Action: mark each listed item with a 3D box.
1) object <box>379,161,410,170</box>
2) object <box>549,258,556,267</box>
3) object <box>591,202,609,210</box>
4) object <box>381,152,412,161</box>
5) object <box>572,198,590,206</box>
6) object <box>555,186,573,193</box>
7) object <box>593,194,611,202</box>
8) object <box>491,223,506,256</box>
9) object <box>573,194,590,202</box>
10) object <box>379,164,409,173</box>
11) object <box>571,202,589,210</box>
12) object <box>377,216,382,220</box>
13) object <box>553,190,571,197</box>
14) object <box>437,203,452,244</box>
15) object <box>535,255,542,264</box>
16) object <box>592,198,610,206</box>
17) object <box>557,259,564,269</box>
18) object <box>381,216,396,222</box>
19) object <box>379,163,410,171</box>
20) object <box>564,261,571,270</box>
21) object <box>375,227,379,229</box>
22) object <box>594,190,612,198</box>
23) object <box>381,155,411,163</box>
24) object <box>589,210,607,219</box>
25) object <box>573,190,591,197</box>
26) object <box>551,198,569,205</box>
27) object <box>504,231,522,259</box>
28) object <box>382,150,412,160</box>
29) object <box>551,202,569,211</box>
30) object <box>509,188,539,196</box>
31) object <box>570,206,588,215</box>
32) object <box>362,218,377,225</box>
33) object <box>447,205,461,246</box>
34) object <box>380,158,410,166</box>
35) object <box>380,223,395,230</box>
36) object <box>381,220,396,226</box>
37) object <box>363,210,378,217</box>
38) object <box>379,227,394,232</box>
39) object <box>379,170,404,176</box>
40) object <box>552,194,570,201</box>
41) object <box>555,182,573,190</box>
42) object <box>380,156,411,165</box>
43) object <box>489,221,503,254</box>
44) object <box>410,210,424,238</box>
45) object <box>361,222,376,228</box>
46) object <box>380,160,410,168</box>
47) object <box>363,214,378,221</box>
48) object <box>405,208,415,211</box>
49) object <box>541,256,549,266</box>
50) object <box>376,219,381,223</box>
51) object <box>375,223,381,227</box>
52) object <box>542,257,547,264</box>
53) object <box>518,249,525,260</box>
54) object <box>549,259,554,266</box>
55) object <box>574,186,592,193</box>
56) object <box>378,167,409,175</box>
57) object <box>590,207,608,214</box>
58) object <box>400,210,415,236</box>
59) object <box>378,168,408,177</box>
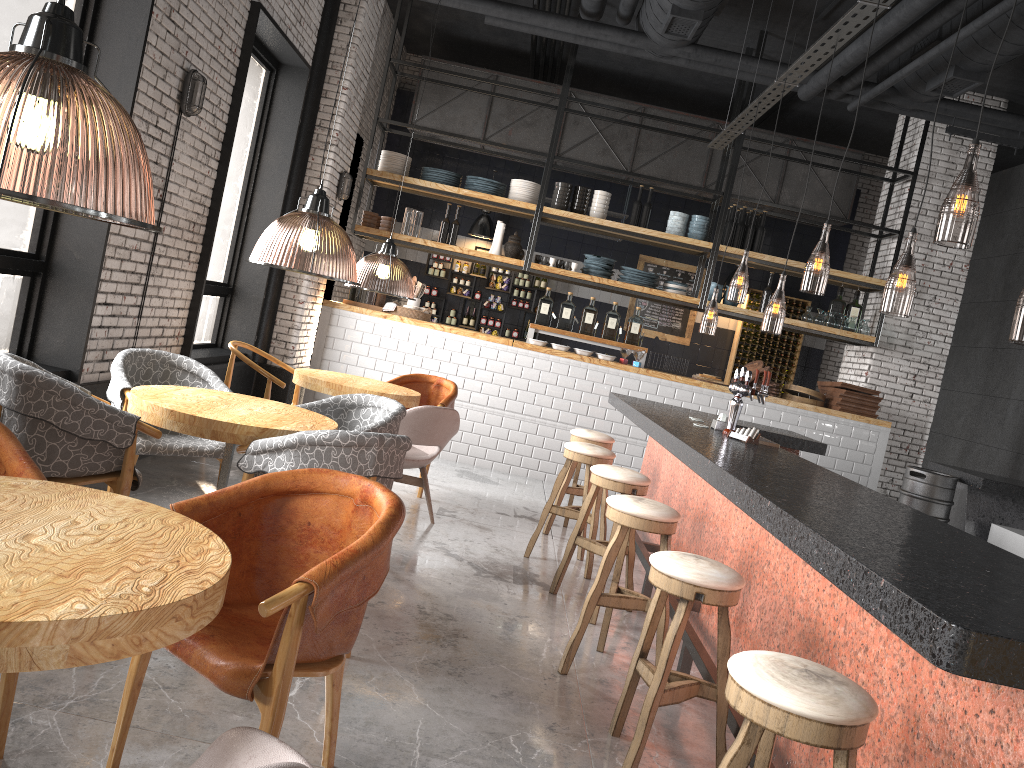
[{"bbox_3d":[-1.271,-2.345,9.576,0.335,0.038,0.334,14,4,25],"label":"object"},{"bbox_3d":[0.427,-1.284,9.393,0.072,0.097,0.072,15,4,39],"label":"object"},{"bbox_3d":[0.943,-1.892,9.586,0.197,0.104,0.196,15,4,35],"label":"object"},{"bbox_3d":[-1.251,-2.437,9.572,0.334,0.041,0.335,12,4,-4],"label":"object"},{"bbox_3d":[0.735,-1.937,9.584,0.196,0.107,0.197,10,4,-29],"label":"object"},{"bbox_3d":[0.550,-2.068,9.581,0.197,0.107,0.196,14,4,28],"label":"object"},{"bbox_3d":[0.961,-1.978,9.585,0.196,0.100,0.197,12,3,-4],"label":"object"},{"bbox_3d":[-0.137,-1.550,9.530,0.132,0.360,0.126,13,3,25],"label":"object"},{"bbox_3d":[0.742,-1.981,9.585,0.196,0.102,0.196,13,3,10],"label":"object"},{"bbox_3d":[-1.279,-2.308,9.578,0.334,0.044,0.335,10,4,-34],"label":"object"},{"bbox_3d":[0.724,-1.894,9.591,0.197,0.101,0.196,13,4,19],"label":"object"},{"bbox_3d":[-1.492,-1.822,9.731,0.157,0.053,0.168,12,3,0],"label":"object"},{"bbox_3d":[0.536,-2.025,9.585,0.196,0.100,0.197,10,4,-35],"label":"object"},{"bbox_3d":[-0.732,-1.748,9.747,0.098,0.471,0.098,11,3,-23],"label":"object"},{"bbox_3d":[0.274,-1.317,9.392,0.072,0.097,0.072,13,3,22],"label":"object"},{"bbox_3d":[0.950,-1.936,9.590,0.197,0.103,0.196,13,3,16],"label":"object"},{"bbox_3d":[0.507,-1.266,9.393,0.072,0.097,0.072,13,3,20],"label":"object"},{"bbox_3d":[-1.344,-1.783,9.625,0.157,0.053,0.168,12,4,5],"label":"object"},{"bbox_3d":[-1.275,-2.327,9.576,0.334,0.042,0.335,9,5,-40],"label":"object"},{"bbox_3d":[0.582,-1.250,9.393,0.072,0.097,0.072,13,3,9],"label":"object"},{"bbox_3d":[-1.517,-1.702,9.737,0.157,0.053,0.168,12,3,0],"label":"object"},{"bbox_3d":[0.971,-2.022,9.586,0.196,0.103,0.197,11,4,-23],"label":"object"},{"bbox_3d":[-1.255,-2.418,9.572,0.334,0.040,0.335,12,4,-10],"label":"object"},{"bbox_3d":[0.925,-1.806,9.589,0.196,0.105,0.197,11,4,-22],"label":"object"},{"bbox_3d":[0.752,-2.024,9.583,0.196,0.102,0.197,12,3,-7],"label":"object"},{"bbox_3d":[0.515,-1.940,9.590,0.196,0.104,0.197,10,4,-36],"label":"object"},{"bbox_3d":[0.018,-1.491,9.545,0.196,0.305,0.196,14,3,37],"label":"object"},{"bbox_3d":[-1.246,-2.455,9.571,0.334,0.039,0.335,12,4,-9],"label":"object"},{"bbox_3d":[0.507,-1.896,9.593,0.196,0.102,0.196,13,3,12],"label":"object"},{"bbox_3d":[0.130,-2.058,9.581,0.335,0.039,0.335,13,4,7],"label":"object"},{"bbox_3d":[0.714,-1.852,9.595,0.197,0.104,0.196,15,4,36],"label":"object"},{"bbox_3d":[-1.524,-1.733,9.480,0.157,0.053,0.168,12,3,0],"label":"object"},{"bbox_3d":[-0.627,-1.726,9.747,0.098,0.471,0.098,11,3,-23],"label":"object"},{"bbox_3d":[-1.262,-2.379,9.574,0.335,0.038,0.334,14,4,20],"label":"object"},{"bbox_3d":[-1.360,-1.707,9.628,0.157,0.053,0.168,12,4,5],"label":"object"},{"bbox_3d":[-1.353,-1.742,9.626,0.157,0.053,0.168,12,4,5],"label":"object"},{"bbox_3d":[-1.508,-1.809,9.477,0.157,0.053,0.168,12,3,0],"label":"object"},{"bbox_3d":[-1.370,-1.663,9.630,0.157,0.053,0.168,12,4,5],"label":"object"},{"bbox_3d":[-1.291,-2.250,9.580,0.335,0.033,0.334,15,5,38],"label":"object"},{"bbox_3d":[0.526,-1.982,9.588,0.197,0.102,0.196,14,4,29],"label":"object"},{"bbox_3d":[0.552,-2.113,9.583,0.197,0.105,0.196,13,4,21],"label":"object"},{"bbox_3d":[-1.259,-2.398,9.573,0.334,0.034,0.335,11,4,-24],"label":"object"},{"bbox_3d":[-0.167,-1.582,9.679,0.127,0.394,0.126,14,3,39],"label":"object"},{"bbox_3d":[-1.031,-1.705,9.517,0.118,0.293,0.169,12,3,5],"label":"object"},{"bbox_3d":[-1.533,-1.689,9.482,0.157,0.053,0.168,12,3,0],"label":"object"},{"bbox_3d":[-1.268,-2.361,9.575,0.335,0.043,0.334,15,5,39],"label":"object"},{"bbox_3d":[-1.516,-1.768,9.478,0.157,0.053,0.168,12,3,0],"label":"object"},{"bbox_3d":[-1.116,-1.748,9.660,0.126,0.313,0.179,14,3,32],"label":"object"},{"bbox_3d":[0.350,-1.300,9.392,0.072,0.097,0.072,13,3,22],"label":"object"},{"bbox_3d":[-1.500,-1.781,9.733,0.157,0.053,0.168,12,3,0],"label":"object"},{"bbox_3d":[-1.508,-1.746,9.735,0.157,0.053,0.168,12,3,0],"label":"object"},{"bbox_3d":[0.350,-1.308,9.509,0.072,0.097,0.072,12,3,-14],"label":"object"},{"bbox_3d":[0.040,-1.450,9.748,0.204,0.212,0.203,15,4,37],"label":"object"},{"bbox_3d":[0.428,-1.298,9.627,0.072,0.097,0.072,12,3,-12],"label":"object"},{"bbox_3d":[0.761,-2.067,9.585,0.196,0.103,0.197,11,4,-24],"label":"object"},{"bbox_3d":[-1.283,-2.288,9.578,0.334,0.039,0.335,11,4,-13],"label":"object"},{"bbox_3d":[0.931,-1.849,9.588,0.196,0.104,0.197,11,4,-24],"label":"object"},{"bbox_3d":[-1.099,-1.702,9.410,0.107,0.264,0.152,14,3,27],"label":"object"},{"bbox_3d":[-1.287,-2.270,9.579,0.335,0.042,0.334,15,5,38],"label":"object"}]
